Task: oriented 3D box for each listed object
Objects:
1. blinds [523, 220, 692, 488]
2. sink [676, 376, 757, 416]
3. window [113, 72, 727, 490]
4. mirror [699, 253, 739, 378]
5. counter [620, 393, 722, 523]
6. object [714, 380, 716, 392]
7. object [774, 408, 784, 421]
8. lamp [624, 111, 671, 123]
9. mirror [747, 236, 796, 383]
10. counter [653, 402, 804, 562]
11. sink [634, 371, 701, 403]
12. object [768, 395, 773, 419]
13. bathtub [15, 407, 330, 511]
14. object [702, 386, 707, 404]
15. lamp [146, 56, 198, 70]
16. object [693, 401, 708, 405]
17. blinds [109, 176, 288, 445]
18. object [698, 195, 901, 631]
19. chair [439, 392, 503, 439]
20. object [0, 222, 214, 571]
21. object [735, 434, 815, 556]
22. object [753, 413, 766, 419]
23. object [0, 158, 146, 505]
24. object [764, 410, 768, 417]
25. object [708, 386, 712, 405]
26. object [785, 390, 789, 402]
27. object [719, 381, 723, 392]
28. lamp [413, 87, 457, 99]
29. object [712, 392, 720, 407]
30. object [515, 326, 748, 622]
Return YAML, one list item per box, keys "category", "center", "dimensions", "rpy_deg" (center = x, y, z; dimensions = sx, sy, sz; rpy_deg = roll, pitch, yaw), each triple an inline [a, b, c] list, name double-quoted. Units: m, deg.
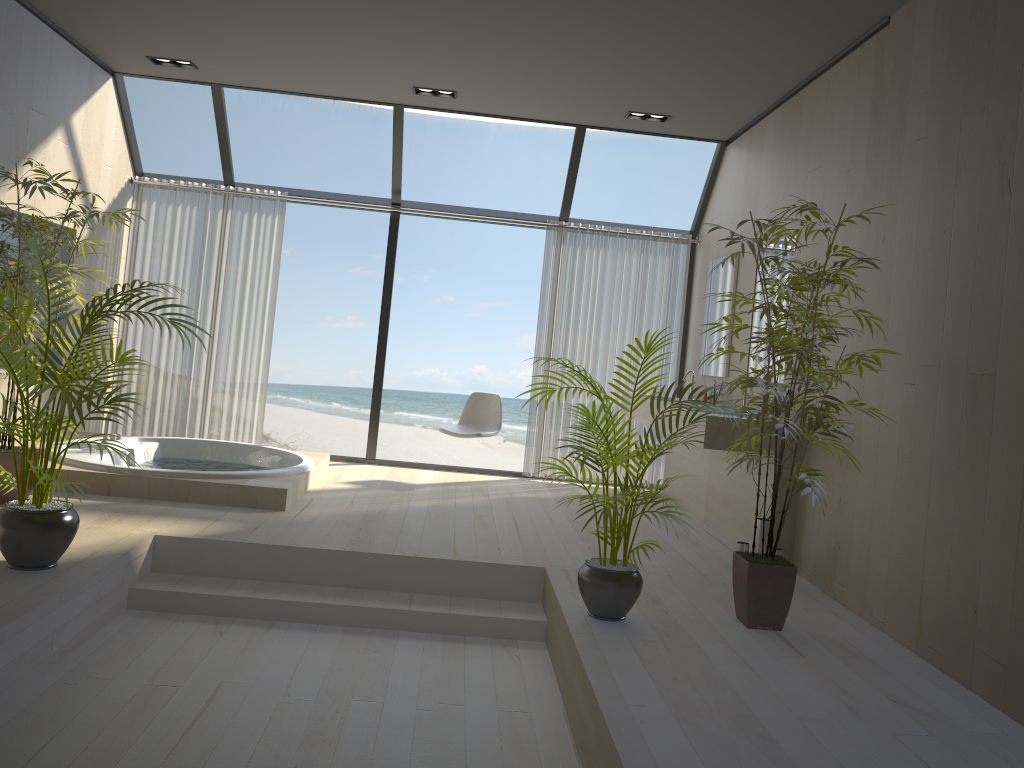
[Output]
- category: "blinds"
  center: [0.770, -0.239, 7.171]
  dimensions: [1.182, 2.073, 0.084]
  rpy_deg: [6, -1, -3]
- category: "sink"
  center: [1.222, 0.145, 5.260]
  dimensions: [0.504, 0.420, 0.573]
  rpy_deg: [6, 1, 0]
- category: "window"
  center: [-0.793, -0.726, 6.894]
  dimensions: [4.558, 2.818, 0.744]
  rpy_deg: [6, -1, -3]
- category: "mirror"
  center: [1.503, -0.491, 6.446]
  dimensions: [0.023, 0.869, 0.653]
  rpy_deg: [6, 0, -4]
- category: "counter"
  center: [1.154, 0.513, 6.490]
  dimensions: [0.550, 0.791, 1.205]
  rpy_deg: [6, 1, -4]
- category: "object"
  center: [1.375, 0.063, 6.024]
  dimensions: [0.012, 0.178, 0.049]
  rpy_deg: [5, -2, 36]
- category: "object"
  center: [1.461, 0.155, 4.843]
  dimensions: [0.058, 0.100, 0.058]
  rpy_deg: [5, -1, 7]
- category: "lamp"
  center: [0.961, -1.933, 6.242]
  dimensions: [0.301, 0.112, 0.164]
  rpy_deg: [5, 1, -3]
- category: "mirror"
  center: [1.592, -0.447, 5.413]
  dimensions: [0.023, 0.869, 0.653]
  rpy_deg: [6, 0, -4]
- category: "counter"
  center: [1.227, 0.562, 5.286]
  dimensions: [0.550, 0.791, 1.205]
  rpy_deg: [6, 1, -4]
- category: "sink"
  center: [1.149, 0.097, 6.464]
  dimensions: [0.504, 0.420, 0.573]
  rpy_deg: [6, 1, 0]
- category: "object"
  center: [1.471, 0.132, 5.026]
  dimensions: [0.039, 0.135, 0.039]
  rpy_deg: [5, -1, 38]
- category: "bathtub"
  center: [-2.216, 0.538, 5.716]
  dimensions: [1.820, 0.699, 1.647]
  rpy_deg: [5, 1, -3]
- category: "object"
  center: [1.338, 0.081, 6.133]
  dimensions: [0.038, 0.135, 0.039]
  rpy_deg: [7, -2, -45]
- category: "lamp"
  center: [-2.316, -2.246, 6.052]
  dimensions: [0.301, 0.112, 0.164]
  rpy_deg: [5, 1, -3]
- category: "object"
  center: [1.293, 0.129, 6.062]
  dimensions: [0.105, 0.029, 0.032]
  rpy_deg: [7, 1, 37]
- category: "blinds"
  center: [-2.464, -0.548, 6.984]
  dimensions: [1.182, 2.073, 0.084]
  rpy_deg: [6, -1, -3]
- category: "object"
  center: [1.153, 0.118, 3.617]
  dimensions: [0.788, 1.759, 0.933]
  rpy_deg: [5, -1, 22]
- category: "chair"
  center: [-0.294, 0.241, 6.748]
  dimensions: [0.370, 0.348, 0.453]
  rpy_deg: [6, 1, 25]
- category: "object"
  center: [-1.754, 0.039, 3.490]
  dimensions: [1.063, 1.347, 0.874]
  rpy_deg: [6, 0, -15]
- category: "object"
  center: [1.384, 0.619, 4.556]
  dimensions: [0.406, 0.750, 0.274]
  rpy_deg: [6, -1, -15]
- category: "object"
  center: [1.366, 0.177, 4.859]
  dimensions: [0.105, 0.029, 0.032]
  rpy_deg: [7, 1, 37]
- category: "object"
  center: [-2.548, -0.274, 4.529]
  dimensions: [0.788, 1.759, 0.933]
  rpy_deg: [5, -1, 22]
- category: "object"
  center: [1.410, 0.130, 4.930]
  dimensions: [0.039, 0.135, 0.039]
  rpy_deg: [5, -1, 38]
- category: "object"
  center: [1.398, 0.084, 6.230]
  dimensions: [0.038, 0.135, 0.039]
  rpy_deg: [7, -2, -45]
- category: "object"
  center: [1.479, 0.116, 4.838]
  dimensions: [0.054, 0.175, 0.012]
  rpy_deg: [5, -1, 22]
- category: "object"
  center: [1.407, 0.067, 6.042]
  dimensions: [0.054, 0.175, 0.012]
  rpy_deg: [5, -1, 22]
- category: "lamp"
  center: [-0.530, -2.076, 6.155]
  dimensions: [0.301, 0.112, 0.164]
  rpy_deg: [5, 1, -3]
- category: "object"
  center: [1.389, 0.107, 6.047]
  dimensions: [0.058, 0.100, 0.058]
  rpy_deg: [6, -1, 3]
- category: "object"
  center: [0.384, 0.335, 3.525]
  dimensions: [0.918, 1.158, 0.748]
  rpy_deg: [5, 0, 30]
